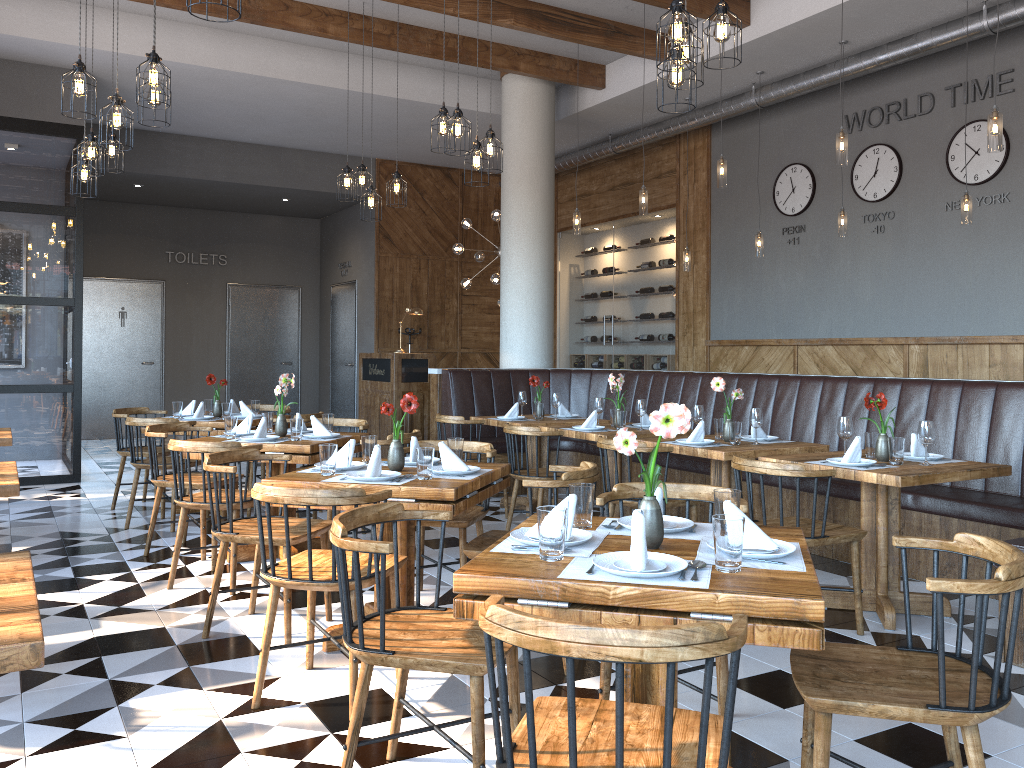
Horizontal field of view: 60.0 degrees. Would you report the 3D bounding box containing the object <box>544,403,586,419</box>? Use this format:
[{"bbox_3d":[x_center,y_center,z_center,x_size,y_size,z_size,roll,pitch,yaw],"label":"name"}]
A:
[{"bbox_3d":[0.451,0.214,7.482,0.272,0.137,0.352,0,2,-30],"label":"object"}]

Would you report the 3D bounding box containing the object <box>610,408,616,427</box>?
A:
[{"bbox_3d":[0.763,0.249,6.551,0.080,0.132,0.080,0,0,-30],"label":"object"}]

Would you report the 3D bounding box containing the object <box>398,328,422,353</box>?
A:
[{"bbox_3d":[-1.446,0.038,12.502,0.374,1.659,0.374,0,0,-8],"label":"object"}]

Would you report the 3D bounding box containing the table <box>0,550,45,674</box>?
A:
[{"bbox_3d":[-1.435,0.840,1.765,0.850,0.764,0.850,0,1,-30],"label":"table"}]

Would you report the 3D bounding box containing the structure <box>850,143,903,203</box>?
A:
[{"bbox_3d":[3.520,-2.038,8.567,0.046,0.561,0.561,1,0,-30],"label":"structure"}]

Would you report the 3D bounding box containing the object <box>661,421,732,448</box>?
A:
[{"bbox_3d":[1.099,0.290,5.316,0.272,0.137,0.352,0,2,-30],"label":"object"}]

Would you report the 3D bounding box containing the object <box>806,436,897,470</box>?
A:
[{"bbox_3d":[1.662,0.326,4.344,0.272,0.137,0.352,0,2,-30],"label":"object"}]

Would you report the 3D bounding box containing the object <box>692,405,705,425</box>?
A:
[{"bbox_3d":[1.176,0.242,5.599,0.081,0.215,0.081,0,0,23],"label":"object"}]

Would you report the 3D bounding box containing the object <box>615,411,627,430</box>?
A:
[{"bbox_3d":[0.772,0.258,6.284,0.080,0.132,0.080,1,0,45],"label":"object"}]

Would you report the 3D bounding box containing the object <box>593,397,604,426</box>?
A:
[{"bbox_3d":[0.638,0.208,6.527,0.081,0.215,0.081,1,0,-39],"label":"object"}]

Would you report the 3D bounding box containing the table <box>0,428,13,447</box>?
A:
[{"bbox_3d":[-3.619,0.701,5.536,0.850,0.764,0.850,0,1,-30],"label":"table"}]

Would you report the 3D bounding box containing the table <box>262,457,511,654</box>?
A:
[{"bbox_3d":[-0.528,0.773,3.990,0.864,0.764,0.864,1,1,15],"label":"table"}]

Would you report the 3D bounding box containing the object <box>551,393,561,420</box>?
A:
[{"bbox_3d":[0.360,0.183,7.227,0.081,0.215,0.081,0,0,1],"label":"object"}]

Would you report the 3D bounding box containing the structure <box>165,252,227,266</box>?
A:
[{"bbox_3d":[-4.909,-1.950,13.784,0.915,0.166,0.035,-1,0,-30],"label":"structure"}]

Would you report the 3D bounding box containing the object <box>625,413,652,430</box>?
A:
[{"bbox_3d":[1.002,0.249,6.531,0.272,0.137,0.352,0,2,-30],"label":"object"}]

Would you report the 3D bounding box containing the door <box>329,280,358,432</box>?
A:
[{"bbox_3d":[-2.631,-0.379,13.715,0.114,2.395,1.207,1,0,-30],"label":"door"}]

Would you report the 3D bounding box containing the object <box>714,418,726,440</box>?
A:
[{"bbox_3d":[1.315,0.285,5.598,0.080,0.132,0.080,0,0,-30],"label":"object"}]

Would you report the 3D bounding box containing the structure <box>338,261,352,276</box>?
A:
[{"bbox_3d":[-2.585,-1.783,13.698,0.025,0.197,0.565,1,1,-30],"label":"structure"}]

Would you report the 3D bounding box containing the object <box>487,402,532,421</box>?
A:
[{"bbox_3d":[-0.007,0.219,7.226,0.272,0.137,0.352,0,2,-30],"label":"object"}]

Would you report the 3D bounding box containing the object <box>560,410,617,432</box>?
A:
[{"bbox_3d":[0.543,0.255,6.275,0.272,0.137,0.352,0,2,-30],"label":"object"}]

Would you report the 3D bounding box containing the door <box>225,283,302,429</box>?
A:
[{"bbox_3d":[-3.994,-0.408,14.293,1.206,2.395,0.114,0,0,-30],"label":"door"}]

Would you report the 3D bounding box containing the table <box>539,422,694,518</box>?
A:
[{"bbox_3d":[0.772,0.703,6.397,0.850,0.764,0.850,0,1,-30],"label":"table"}]

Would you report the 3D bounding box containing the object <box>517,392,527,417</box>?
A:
[{"bbox_3d":[0.085,0.172,7.483,0.081,0.215,0.081,1,0,-39],"label":"object"}]

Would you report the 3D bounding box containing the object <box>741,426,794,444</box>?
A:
[{"bbox_3d":[1.558,0.285,5.572,0.272,0.137,0.352,0,2,-30],"label":"object"}]

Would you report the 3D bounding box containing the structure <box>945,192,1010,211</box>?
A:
[{"bbox_3d":[4.036,-1.579,7.691,0.021,0.080,0.583,1,1,-30],"label":"structure"}]

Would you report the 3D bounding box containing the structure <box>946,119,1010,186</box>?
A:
[{"bbox_3d":[4.032,-2.005,7.683,0.046,0.561,0.561,1,0,-30],"label":"structure"}]

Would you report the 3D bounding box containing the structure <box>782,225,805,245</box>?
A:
[{"bbox_3d":[3.009,-1.584,9.462,0.021,0.197,0.306,1,1,-30],"label":"structure"}]

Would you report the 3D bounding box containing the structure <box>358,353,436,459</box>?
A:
[{"bbox_3d":[-1.165,0.323,9.374,0.645,1.300,1.046,0,0,-30],"label":"structure"}]

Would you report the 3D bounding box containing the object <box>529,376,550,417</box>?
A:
[{"bbox_3d":[0.215,0.107,7.367,0.156,0.355,0.171,1,0,-37],"label":"object"}]

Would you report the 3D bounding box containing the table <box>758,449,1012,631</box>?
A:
[{"bbox_3d":[1.872,0.773,4.499,0.850,0.764,0.850,0,1,-30],"label":"table"}]

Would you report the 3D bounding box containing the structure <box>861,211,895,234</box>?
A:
[{"bbox_3d":[3.533,-1.551,8.558,0.021,0.200,0.369,1,1,-30],"label":"structure"}]

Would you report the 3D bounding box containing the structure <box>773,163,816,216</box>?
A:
[{"bbox_3d":[3.007,-2.071,9.451,0.046,0.561,0.561,1,0,-30],"label":"structure"}]

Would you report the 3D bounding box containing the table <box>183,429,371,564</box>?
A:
[{"bbox_3d":[-1.460,0.713,5.599,0.864,0.764,0.864,1,1,15],"label":"table"}]

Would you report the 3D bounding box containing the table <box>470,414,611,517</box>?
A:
[{"bbox_3d":[0.219,0.667,7.352,0.850,0.764,0.850,0,1,-30],"label":"table"}]

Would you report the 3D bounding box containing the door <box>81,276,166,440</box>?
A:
[{"bbox_3d":[-5.823,-0.385,13.234,1.206,2.395,0.114,0,0,-30],"label":"door"}]

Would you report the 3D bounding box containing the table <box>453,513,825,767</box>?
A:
[{"bbox_3d":[0.374,0.831,2.433,0.864,0.764,0.864,1,1,15],"label":"table"}]

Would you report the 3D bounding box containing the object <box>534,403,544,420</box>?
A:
[{"bbox_3d":[0.219,0.223,7.239,0.080,0.132,0.080,1,0,45],"label":"object"}]

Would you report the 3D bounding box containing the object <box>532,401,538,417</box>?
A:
[{"bbox_3d":[0.210,0.214,7.506,0.080,0.132,0.080,0,0,-30],"label":"object"}]

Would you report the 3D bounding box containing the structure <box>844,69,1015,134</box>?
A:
[{"bbox_3d":[4.026,-2.554,7.716,0.033,0.199,2.730,1,1,-30],"label":"structure"}]

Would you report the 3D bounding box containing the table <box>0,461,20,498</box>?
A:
[{"bbox_3d":[-2.538,0.770,3.670,0.850,0.764,0.850,0,1,-30],"label":"table"}]

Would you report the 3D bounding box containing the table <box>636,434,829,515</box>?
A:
[{"bbox_3d":[1.319,0.737,5.454,0.850,0.764,0.850,0,1,-30],"label":"table"}]

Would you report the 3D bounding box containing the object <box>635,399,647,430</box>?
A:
[{"bbox_3d":[0.913,0.218,6.272,0.081,0.215,0.081,0,0,1],"label":"object"}]

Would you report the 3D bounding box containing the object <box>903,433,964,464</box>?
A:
[{"bbox_3d":[2.120,0.321,4.600,0.272,0.137,0.352,0,2,-30],"label":"object"}]

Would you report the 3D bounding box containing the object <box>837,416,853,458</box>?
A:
[{"bbox_3d":[1.739,0.278,4.626,0.081,0.215,0.081,0,0,-22],"label":"object"}]

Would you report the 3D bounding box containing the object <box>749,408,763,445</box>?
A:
[{"bbox_3d":[1.465,0.253,5.319,0.081,0.215,0.081,0,0,23],"label":"object"}]

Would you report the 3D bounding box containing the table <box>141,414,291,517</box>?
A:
[{"bbox_3d":[-2.402,0.653,7.226,0.864,0.764,0.864,1,1,15],"label":"table"}]

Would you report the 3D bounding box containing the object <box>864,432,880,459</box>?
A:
[{"bbox_3d":[1.880,0.321,4.622,0.080,0.132,0.080,0,0,-30],"label":"object"}]
